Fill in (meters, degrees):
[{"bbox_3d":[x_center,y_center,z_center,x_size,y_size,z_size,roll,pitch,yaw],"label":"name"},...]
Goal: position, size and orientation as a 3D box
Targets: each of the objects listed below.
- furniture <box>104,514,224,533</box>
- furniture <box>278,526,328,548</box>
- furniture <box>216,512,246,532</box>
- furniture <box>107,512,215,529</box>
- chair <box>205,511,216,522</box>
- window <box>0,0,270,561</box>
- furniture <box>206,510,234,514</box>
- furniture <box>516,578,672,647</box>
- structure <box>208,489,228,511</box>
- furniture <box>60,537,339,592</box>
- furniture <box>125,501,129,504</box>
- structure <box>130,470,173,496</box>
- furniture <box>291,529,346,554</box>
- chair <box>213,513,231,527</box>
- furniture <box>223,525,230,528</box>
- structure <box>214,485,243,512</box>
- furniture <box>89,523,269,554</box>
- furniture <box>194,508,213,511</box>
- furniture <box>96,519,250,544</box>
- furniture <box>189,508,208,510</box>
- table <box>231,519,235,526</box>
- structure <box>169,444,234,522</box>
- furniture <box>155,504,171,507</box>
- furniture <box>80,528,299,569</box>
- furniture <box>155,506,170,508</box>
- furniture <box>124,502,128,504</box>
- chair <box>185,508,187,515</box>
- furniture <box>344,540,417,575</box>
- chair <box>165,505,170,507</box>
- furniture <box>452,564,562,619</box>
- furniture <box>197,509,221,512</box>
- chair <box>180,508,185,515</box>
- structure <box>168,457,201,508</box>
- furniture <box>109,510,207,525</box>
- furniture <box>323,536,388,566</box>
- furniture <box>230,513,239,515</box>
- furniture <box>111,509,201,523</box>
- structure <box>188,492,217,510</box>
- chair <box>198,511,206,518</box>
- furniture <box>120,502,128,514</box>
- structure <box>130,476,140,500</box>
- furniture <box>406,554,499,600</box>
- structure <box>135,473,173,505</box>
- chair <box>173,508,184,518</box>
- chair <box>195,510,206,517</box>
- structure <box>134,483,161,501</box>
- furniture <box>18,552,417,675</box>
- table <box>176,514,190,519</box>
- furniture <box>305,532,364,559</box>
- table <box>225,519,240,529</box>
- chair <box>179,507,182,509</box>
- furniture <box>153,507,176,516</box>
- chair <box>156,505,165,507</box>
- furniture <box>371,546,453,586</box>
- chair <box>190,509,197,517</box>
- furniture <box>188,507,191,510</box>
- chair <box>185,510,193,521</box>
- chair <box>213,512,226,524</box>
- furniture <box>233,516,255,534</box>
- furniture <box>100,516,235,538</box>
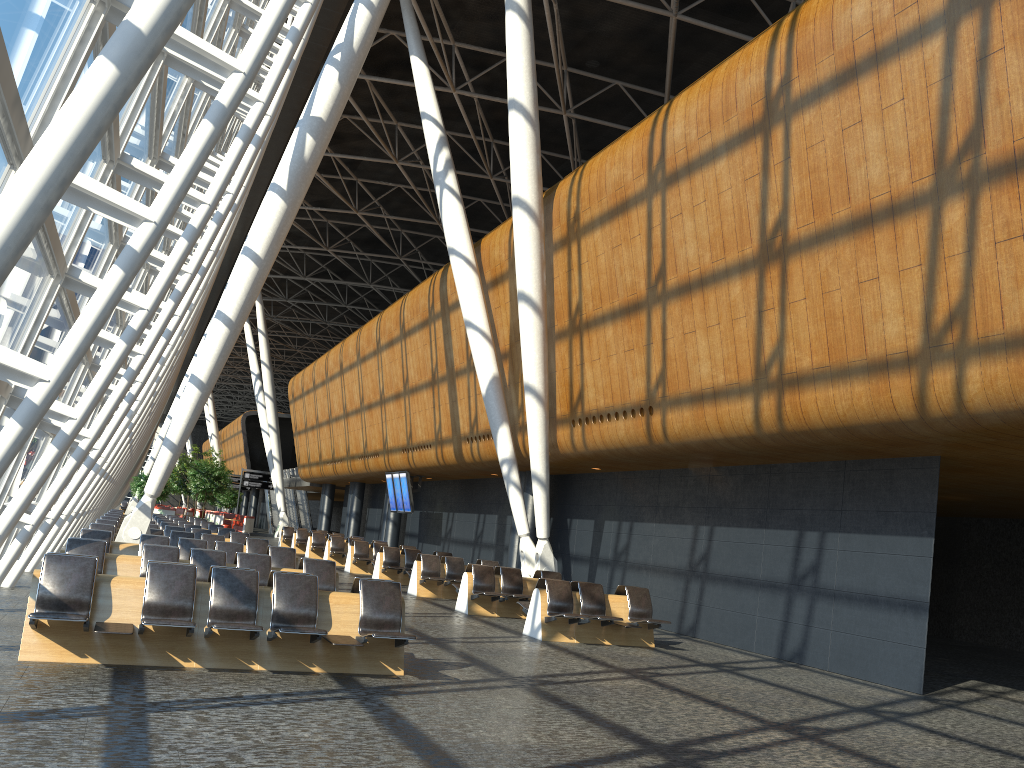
[{"bbox_3d":[-9.735,4.220,24.626,3.270,0.861,1.668,10,-9,-23],"label":"furniture"},{"bbox_3d":[-8.313,6.221,35.284,1.908,0.861,1.668,10,-9,-23],"label":"furniture"},{"bbox_3d":[-16.012,7.855,49.938,2.822,1.000,0.900,0,-9,34],"label":"furniture"},{"bbox_3d":[-10.924,4.569,27.380,3.270,0.861,1.668,10,-9,-23],"label":"furniture"},{"bbox_3d":[-16.491,7.566,48.569,0.621,1.002,0.668,5,-6,12],"label":"chair"},{"bbox_3d":[-29.071,3.254,69.479,3.739,13.912,167.095,8,-10,-22],"label":"window"},{"bbox_3d":[-18.982,8.727,56.818,2.822,1.000,0.900,0,-9,34],"label":"furniture"},{"bbox_3d":[1.199,3.428,13.253,1.908,0.861,1.668,10,-9,-23],"label":"furniture"},{"bbox_3d":[-21.796,8.918,65.409,1.929,2.971,1.906,4,-6,25],"label":"structure"},{"bbox_3d":[-3.790,2.474,10.857,3.270,0.861,1.668,10,-9,-23],"label":"furniture"},{"bbox_3d":[-33.662,11.245,80.042,3.270,0.861,1.668,10,-9,-23],"label":"furniture"},{"bbox_3d":[-19.002,5.903,46.197,1.861,2.944,1.940,1,-7,41],"label":"structure"},{"bbox_3d":[-7.124,5.872,32.530,1.908,0.861,1.668,10,-9,-23],"label":"furniture"},{"bbox_3d":[-15.329,7.355,46.631,0.621,1.002,0.669,4,-6,22],"label":"chair"},{"bbox_3d":[-14.793,7.477,45.401,0.444,0.456,0.446,7,-7,-10],"label":"furniture"},{"bbox_3d":[-17.978,7.760,55.724,1.775,2.756,1.754,4,-6,25],"label":"structure"},{"bbox_3d":[-6.168,3.172,16.365,3.270,0.861,1.668,10,-9,-23],"label":"furniture"},{"bbox_3d":[-29.862,12.548,85.192,1.908,0.861,1.668,10,-9,-23],"label":"furniture"},{"bbox_3d":[-7.357,3.521,19.119,3.270,0.861,1.668,10,-9,-23],"label":"furniture"},{"bbox_3d":[-32.240,13.246,90.699,1.908,0.861,1.668,10,-9,-23],"label":"furniture"},{"bbox_3d":[-15.075,7.635,47.334,0.799,0.744,0.806,7,-7,-6],"label":"table"},{"bbox_3d":[-17.070,5.551,47.527,3.116,4.497,5.818,9,-8,-30],"label":"structure"},{"bbox_3d":[-25.251,9.100,62.872,0.886,0.998,2.867,4,-9,20],"label":"furniture"},{"bbox_3d":[-4.979,2.823,13.611,3.270,0.861,1.668,10,-9,-23],"label":"furniture"},{"bbox_3d":[-20.999,7.681,52.037,2.822,1.000,0.900,0,-9,34],"label":"furniture"},{"bbox_3d":[-28.906,9.848,69.027,3.270,0.861,1.668,10,-9,-23],"label":"furniture"},{"bbox_3d":[-21.990,8.927,59.842,0.667,1.002,0.623,11,-7,-38],"label":"chair"},{"bbox_3d":[-3.557,4.824,24.268,1.908,0.861,1.668,10,-9,-23],"label":"furniture"},{"bbox_3d":[-24.180,8.881,60.939,0.621,1.002,0.669,3,-7,32],"label":"chair"},{"bbox_3d":[0.010,3.777,16.007,1.908,0.861,1.668,10,-9,-23],"label":"furniture"},{"bbox_3d":[-20.757,9.103,60.089,0.886,0.998,2.867,4,-9,20],"label":"furniture"},{"bbox_3d":[-19.885,7.844,52.286,0.660,1.002,0.629,6,-5,2],"label":"chair"},{"bbox_3d":[-23.000,7.480,62.348,3.093,4.495,5.805,6,-8,0],"label":"structure"},{"bbox_3d":[-12.113,4.918,30.134,3.270,0.861,1.668,10,-9,-23],"label":"furniture"},{"bbox_3d":[-4.746,5.173,27.022,1.908,0.861,1.668,10,-9,-23],"label":"furniture"},{"bbox_3d":[-17.359,8.474,54.345,0.890,0.998,2.854,7,-9,-10],"label":"furniture"},{"bbox_3d":[-13.302,5.267,32.888,3.270,0.861,1.668,10,-9,-23],"label":"furniture"},{"bbox_3d":[-20.421,7.631,58.527,2.285,3.448,2.234,7,-6,-10],"label":"structure"},{"bbox_3d":[-17.201,7.653,49.512,0.659,1.002,0.630,5,-6,12],"label":"chair"},{"bbox_3d":[-27.717,9.499,66.273,3.270,0.861,1.668,10,-9,-23],"label":"furniture"},{"bbox_3d":[-22.133,6.835,53.073,1.799,2.790,1.778,4,-6,25],"label":"structure"},{"bbox_3d":[-1.179,4.126,18.760,1.908,0.861,1.668,10,-9,-23],"label":"furniture"},{"bbox_3d":[-17.779,5.673,43.560,1.775,2.756,1.754,4,-6,25],"label":"structure"},{"bbox_3d":[-17.765,7.067,46.486,0.622,1.002,0.667,6,-6,2],"label":"chair"},{"bbox_3d":[-19.462,8.438,55.449,0.621,1.002,0.668,5,-6,12],"label":"chair"},{"bbox_3d":[-20.604,6.469,50.121,1.827,2.828,1.805,4,-6,25],"label":"structure"},{"bbox_3d":[-2.601,2.125,8.103,3.270,0.861,1.668,10,-9,-23],"label":"furniture"},{"bbox_3d":[-16.550,6.968,44.404,0.797,0.744,0.808,1,-9,38],"label":"table"},{"bbox_3d":[-5.935,5.522,29.776,1.908,0.861,1.668,10,-9,-23],"label":"furniture"},{"bbox_3d":[-14.583,7.437,45.881,0.799,0.744,0.806,7,-7,-6],"label":"table"},{"bbox_3d":[-24.046,9.231,62.877,0.667,1.002,0.623,11,-7,-38],"label":"chair"},{"bbox_3d":[-18.029,6.808,45.157,2.822,1.000,0.900,0,-9,34],"label":"furniture"},{"bbox_3d":[-23.978,8.667,59.580,0.659,1.002,0.630,3,-6,32],"label":"chair"},{"bbox_3d":[-2.368,4.475,21.514,1.908,0.861,1.668,10,-9,-23],"label":"furniture"},{"bbox_3d":[-20.172,8.525,56.392,0.659,1.002,0.630,5,-6,12],"label":"chair"},{"bbox_3d":[-33.429,13.595,93.453,1.908,0.861,1.668,10,-9,-23],"label":"furniture"},{"bbox_3d":[-16.914,6.972,45.406,0.660,1.002,0.629,6,-5,2],"label":"chair"},{"bbox_3d":[-15.723,7.493,47.672,0.659,1.002,0.630,4,-6,22],"label":"chair"},{"bbox_3d":[-14.389,7.601,47.465,0.890,0.998,2.854,7,-9,-10],"label":"furniture"},{"bbox_3d":[-8.546,3.870,21.872,3.270,0.861,1.668,10,-9,-23],"label":"furniture"}]
